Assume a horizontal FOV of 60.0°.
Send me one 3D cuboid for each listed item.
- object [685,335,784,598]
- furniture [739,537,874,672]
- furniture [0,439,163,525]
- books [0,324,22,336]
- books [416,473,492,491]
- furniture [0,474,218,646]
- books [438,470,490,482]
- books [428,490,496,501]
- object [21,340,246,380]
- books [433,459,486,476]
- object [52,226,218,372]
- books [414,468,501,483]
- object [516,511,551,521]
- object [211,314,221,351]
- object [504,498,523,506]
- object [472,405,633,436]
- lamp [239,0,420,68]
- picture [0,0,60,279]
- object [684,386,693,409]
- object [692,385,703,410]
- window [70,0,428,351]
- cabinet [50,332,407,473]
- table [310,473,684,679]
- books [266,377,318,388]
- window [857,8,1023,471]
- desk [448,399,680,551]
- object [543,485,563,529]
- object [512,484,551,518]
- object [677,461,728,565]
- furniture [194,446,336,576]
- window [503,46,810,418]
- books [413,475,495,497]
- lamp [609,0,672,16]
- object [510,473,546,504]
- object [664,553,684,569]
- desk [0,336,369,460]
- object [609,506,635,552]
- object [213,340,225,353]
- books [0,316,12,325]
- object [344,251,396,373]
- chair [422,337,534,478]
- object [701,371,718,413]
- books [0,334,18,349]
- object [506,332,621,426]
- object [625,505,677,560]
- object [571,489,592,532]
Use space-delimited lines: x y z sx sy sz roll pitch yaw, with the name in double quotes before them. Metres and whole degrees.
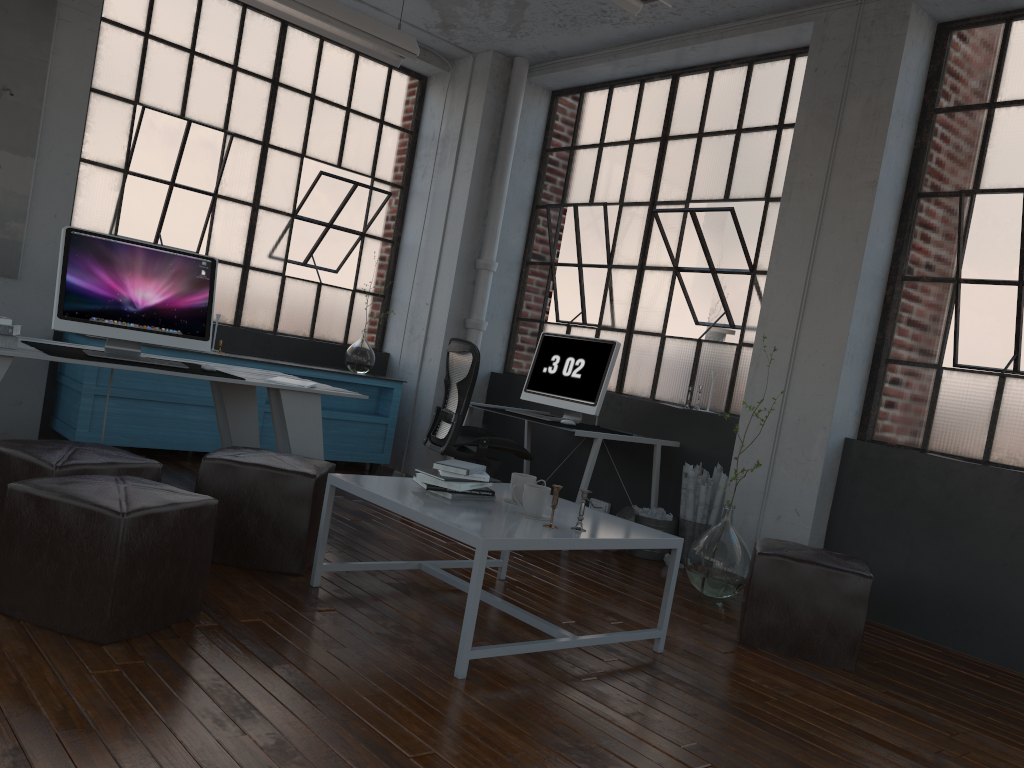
"object" 1.141 0.411 4.305 0.330 1.341 0.617 10 3 -4
"furniture" 1.262 0.942 3.844 0.502 0.461 0.503 10 2 16
"furniture" -1.630 0.443 3.237 0.479 0.440 0.480 11 2 27
"books" -2.167 -0.238 3.624 0.258 0.044 0.192 9 1 -21
"books" -0.222 0.373 3.441 0.200 0.031 0.272 10 1 24
"furniture" -1.254 0.523 2.761 0.470 0.431 0.471 11 2 18
"books" -0.187 0.345 3.421 0.185 0.026 0.125 10 1 -11
"books" -0.200 0.423 3.455 0.218 0.028 0.171 9 2 -41
"object" -1.776 -0.110 4.164 0.850 0.008 0.685 9 2 -40
"books" -0.201 0.320 3.407 0.141 0.026 0.202 10 1 19
"object" -1.728 -0.389 4.153 0.715 0.553 0.376 8 3 -39
"books" -0.210 0.356 3.444 0.275 0.014 0.199 9 2 -41
"object" 0.083 0.486 3.273 0.138 0.003 0.137 9 1 -20
"object" -2.063 -0.360 6.170 0.084 0.257 0.084 11 3 26
"object" 0.034 0.472 3.534 0.138 0.003 0.137 9 1 -20
"object" 0.247 0.230 5.628 0.688 0.008 0.845 9 2 -40
"lamp" -1.267 -2.027 4.449 1.881 0.205 0.201 9 2 -41
"picture" -3.118 -1.486 4.965 0.855 1.652 0.025 8 4 -41
"object" 1.124 0.082 5.628 0.055 0.153 0.055 10 3 8
"object" 1.184 0.089 5.617 0.066 0.160 0.065 9 3 -10
"window" -1.838 -1.526 6.479 2.595 2.394 0.667 8 3 -41
"cabinet" -1.894 0.171 6.164 2.267 0.734 0.625 9 2 -41
"table" -0.068 0.685 3.410 0.993 0.445 0.969 9 2 -41
"books" -1.113 -0.009 4.494 0.205 0.019 0.243 10 1 -1
"window" 2.924 -0.636 3.861 0.671 2.394 2.583 8 3 -41
"desk" 0.246 0.570 5.693 0.935 0.689 1.223 8 2 -41
"object" 0.147 0.429 3.098 0.052 0.148 0.052 10 3 0
"object" 0.074 0.429 3.259 0.129 0.109 0.100 9 2 -33
"object" 1.132 0.763 5.256 0.293 0.628 0.274 10 3 1
"furniture" -1.046 0.523 3.753 0.503 0.461 0.503 10 2 -3
"window" 0.944 -1.034 6.173 0.671 2.394 2.583 8 3 -41
"books" -0.228 0.395 3.442 0.274 0.025 0.209 9 1 -21
"lamp" -0.039 -1.991 3.131 1.881 0.629 0.201 9 3 -41
"object" 0.052 0.419 3.539 0.129 0.109 0.100 9 2 -33
"object" 0.925 1.022 5.083 0.125 0.107 0.095 10 2 0
"desk" -1.919 0.216 4.322 2.081 0.705 1.072 9 2 -41
"object" 0.632 0.853 5.224 0.107 0.281 0.292 9 2 -16
"object" -1.985 -0.256 6.037 0.088 0.085 0.088 8 3 -37
"books" -2.170 -0.270 3.635 0.185 0.030 0.152 9 2 -41
"object" -1.015 -0.532 6.704 0.433 0.941 0.232 11 3 30
"chair" -0.196 0.298 5.338 0.794 1.087 0.768 8 3 -37
"object" 1.247 0.050 5.547 0.084 0.257 0.084 9 3 -19
"books" -2.200 -0.196 3.634 0.272 0.050 0.200 9 2 -41
"object" 0.299 -0.048 5.615 0.378 0.553 0.712 8 3 -39
"object" 0.821 0.873 5.279 0.290 0.294 0.290 10 2 7
"object" 0.249 0.444 3.146 0.055 0.153 0.055 11 3 25
